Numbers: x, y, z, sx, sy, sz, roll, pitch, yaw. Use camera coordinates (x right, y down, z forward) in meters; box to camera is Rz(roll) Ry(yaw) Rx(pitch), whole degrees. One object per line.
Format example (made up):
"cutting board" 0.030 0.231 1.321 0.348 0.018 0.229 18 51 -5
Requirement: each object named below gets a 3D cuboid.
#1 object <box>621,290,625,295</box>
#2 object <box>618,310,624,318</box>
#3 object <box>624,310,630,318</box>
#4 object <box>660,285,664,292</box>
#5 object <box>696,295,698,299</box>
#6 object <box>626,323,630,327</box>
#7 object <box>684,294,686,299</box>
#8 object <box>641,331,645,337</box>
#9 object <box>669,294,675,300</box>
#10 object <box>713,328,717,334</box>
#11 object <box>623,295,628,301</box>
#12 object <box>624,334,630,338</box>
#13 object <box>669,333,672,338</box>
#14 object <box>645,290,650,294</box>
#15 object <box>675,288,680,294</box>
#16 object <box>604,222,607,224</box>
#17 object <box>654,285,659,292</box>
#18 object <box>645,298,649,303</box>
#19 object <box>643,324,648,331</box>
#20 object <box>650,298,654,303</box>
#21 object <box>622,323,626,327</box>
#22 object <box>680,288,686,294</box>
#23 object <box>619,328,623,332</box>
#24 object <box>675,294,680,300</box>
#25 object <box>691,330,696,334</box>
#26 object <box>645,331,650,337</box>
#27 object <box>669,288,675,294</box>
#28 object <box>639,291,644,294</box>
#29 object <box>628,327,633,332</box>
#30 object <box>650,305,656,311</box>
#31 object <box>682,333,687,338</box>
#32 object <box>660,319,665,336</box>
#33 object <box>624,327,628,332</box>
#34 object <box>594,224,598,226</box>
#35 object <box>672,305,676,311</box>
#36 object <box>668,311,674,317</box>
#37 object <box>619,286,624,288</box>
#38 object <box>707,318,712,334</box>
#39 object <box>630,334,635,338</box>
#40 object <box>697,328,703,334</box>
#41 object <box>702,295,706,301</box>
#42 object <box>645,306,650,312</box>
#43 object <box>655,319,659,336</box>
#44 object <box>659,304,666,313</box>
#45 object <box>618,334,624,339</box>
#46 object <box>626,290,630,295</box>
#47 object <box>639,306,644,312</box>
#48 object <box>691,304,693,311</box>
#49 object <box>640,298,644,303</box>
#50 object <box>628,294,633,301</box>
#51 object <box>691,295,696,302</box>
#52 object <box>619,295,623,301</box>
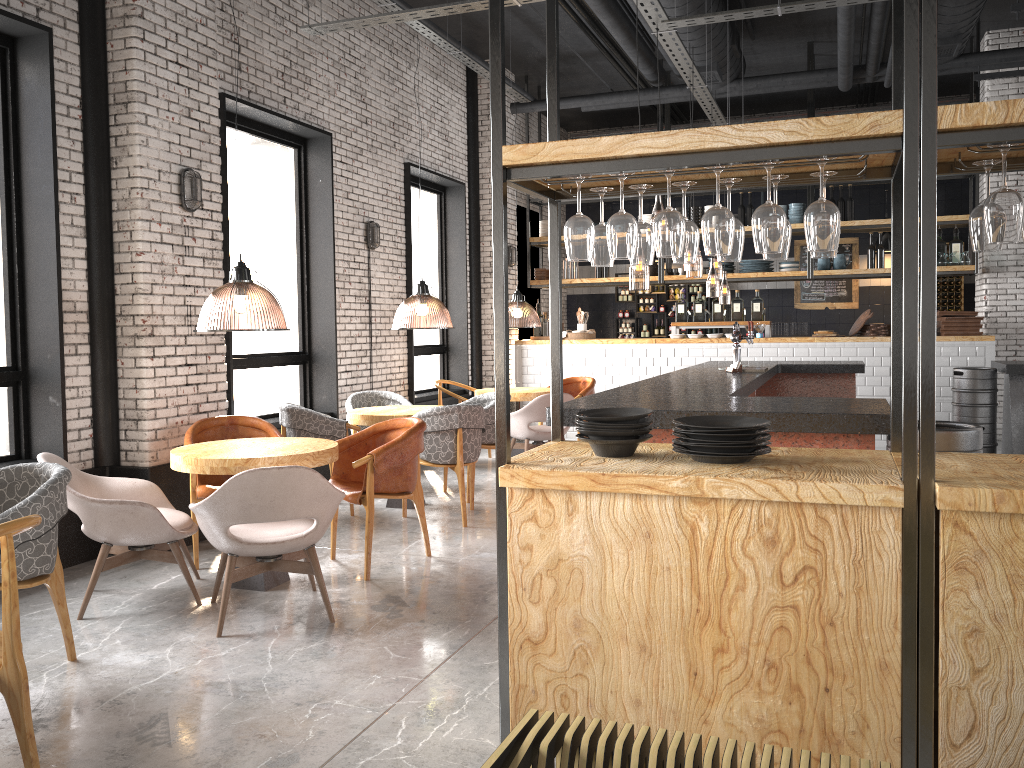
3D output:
"object" 1.922 -1.589 15.350 0.071 0.083 0.071 0 3 10
"object" 1.898 -1.215 15.402 0.100 0.139 0.088 0 3 21
"object" 2.000 -1.214 15.364 0.100 0.139 0.088 0 3 21
"object" 2.557 -1.708 15.130 0.079 0.280 0.079 -1 2 -1
"object" 3.138 -1.438 14.907 0.076 0.111 0.076 -1 3 -5
"object" 2.010 -1.021 15.343 0.071 0.083 0.071 -2 3 -30
"object" 2.904 -1.483 15.008 0.092 0.108 0.105 1 3 32
"object" 2.255 -0.862 15.262 0.076 0.111 0.076 -1 3 -5
"object" 2.722 -1.485 15.075 0.089 0.108 0.107 -2 3 -19
"object" 3.400 -0.961 14.853 0.079 0.280 0.079 0 3 24
"object" 1.967 -1.492 15.338 0.076 0.111 0.076 2 4 40
"object" 1.996 -0.817 15.389 0.090 0.101 0.111 -2 3 -18
"object" 2.725 -0.815 15.104 0.092 0.112 0.100 -1 3 7
"object" 2.321 -1.624 15.201 0.079 0.156 0.079 -1 3 5
"object" 2.816 -1.585 15.035 0.089 0.108 0.107 -2 3 -19
"object" 1.502 -2.222 12.307 0.454 0.039 0.454 2 5 40
"object" 2.470 -1.709 15.162 0.079 0.280 0.079 0 3 24
"object" 2.320 -1.430 15.210 0.071 0.083 0.071 0 3 10
"object" 2.292 -0.973 15.247 0.076 0.111 0.076 0 3 15
"object" 2.400 -1.430 15.180 0.071 0.083 0.071 0 3 10
"object" 1.940 -1.022 15.375 0.071 0.083 0.071 -4 4 -45
"object" 2.902 -1.584 15.003 0.092 0.108 0.105 1 3 32
"object" 1.898 -0.939 15.390 0.071 0.083 0.071 1 3 30
"object" 2.814 -1.486 15.040 0.092 0.112 0.100 -1 3 7
"object" 3.060 -0.855 14.964 0.076 0.111 0.076 -2 3 -15
"object" 2.333 -0.862 15.235 0.076 0.111 0.076 0 3 25
"object" 2.717 -1.588 15.070 0.092 0.112 0.100 -1 3 7
"object" 2.220 -1.625 15.238 0.079 0.156 0.079 -3 3 -40
"object" 2.049 -0.937 15.333 0.071 0.083 0.071 -4 4 -45
"object" 2.419 -1.297 15.196 0.092 0.108 0.105 1 3 32
"object" 2.915 -0.811 15.034 0.089 0.108 0.107 -2 3 -19
"object" 2.572 -0.968 15.158 0.079 0.280 0.079 -1 3 -11
"object" 1.972 -0.938 15.362 0.071 0.083 0.071 0 3 10
"object" 1.043 -2.203 12.478 0.454 0.047 0.454 0 4 18
"object" 2.760 -1.290 15.083 0.090 0.101 0.111 -2 3 -13
"object" 2.705 -1.193 15.098 0.119 0.111 0.085 -1 3 -11
"object" 1.897 -1.728 15.375 0.081 0.113 0.071 0 3 21
"object" 3.314 -0.962 14.882 0.079 0.280 0.079 1 3 39
"object" 2.089 -0.816 15.355 0.090 0.101 0.111 -2 3 -13
"object" 3.173 -0.870 14.945 0.100 0.139 0.088 0 3 21
"object" 3.223 -1.437 14.876 0.076 0.111 0.076 -2 3 -15
"object" 2.333 -1.298 15.227 0.089 0.108 0.107 -2 3 -19
"object" 2.483 -0.969 15.190 0.079 0.280 0.079 1 3 29
"object" 2.570 -1.289 15.149 0.100 0.139 0.088 0 3 21
"object" 1.887 -0.822 15.416 0.119 0.111 0.085 -2 3 -21
"object" 1.999 -1.588 15.321 0.071 0.083 0.071 -4 4 -45
"object" 2.233 -1.301 15.263 0.092 0.112 0.100 -1 3 7
"object" 3.065 -1.294 14.963 0.081 0.113 0.071 0 3 20
"object" 2.232 -1.431 15.243 0.071 0.083 0.071 -4 4 -45
"object" 2.045 -1.491 15.311 0.076 0.111 0.076 0 3 15
"object" 3.055 -1.438 14.938 0.076 0.111 0.076 -4 4 -45
"object" 1.890 -1.492 15.367 0.076 0.111 0.076 1 3 30
